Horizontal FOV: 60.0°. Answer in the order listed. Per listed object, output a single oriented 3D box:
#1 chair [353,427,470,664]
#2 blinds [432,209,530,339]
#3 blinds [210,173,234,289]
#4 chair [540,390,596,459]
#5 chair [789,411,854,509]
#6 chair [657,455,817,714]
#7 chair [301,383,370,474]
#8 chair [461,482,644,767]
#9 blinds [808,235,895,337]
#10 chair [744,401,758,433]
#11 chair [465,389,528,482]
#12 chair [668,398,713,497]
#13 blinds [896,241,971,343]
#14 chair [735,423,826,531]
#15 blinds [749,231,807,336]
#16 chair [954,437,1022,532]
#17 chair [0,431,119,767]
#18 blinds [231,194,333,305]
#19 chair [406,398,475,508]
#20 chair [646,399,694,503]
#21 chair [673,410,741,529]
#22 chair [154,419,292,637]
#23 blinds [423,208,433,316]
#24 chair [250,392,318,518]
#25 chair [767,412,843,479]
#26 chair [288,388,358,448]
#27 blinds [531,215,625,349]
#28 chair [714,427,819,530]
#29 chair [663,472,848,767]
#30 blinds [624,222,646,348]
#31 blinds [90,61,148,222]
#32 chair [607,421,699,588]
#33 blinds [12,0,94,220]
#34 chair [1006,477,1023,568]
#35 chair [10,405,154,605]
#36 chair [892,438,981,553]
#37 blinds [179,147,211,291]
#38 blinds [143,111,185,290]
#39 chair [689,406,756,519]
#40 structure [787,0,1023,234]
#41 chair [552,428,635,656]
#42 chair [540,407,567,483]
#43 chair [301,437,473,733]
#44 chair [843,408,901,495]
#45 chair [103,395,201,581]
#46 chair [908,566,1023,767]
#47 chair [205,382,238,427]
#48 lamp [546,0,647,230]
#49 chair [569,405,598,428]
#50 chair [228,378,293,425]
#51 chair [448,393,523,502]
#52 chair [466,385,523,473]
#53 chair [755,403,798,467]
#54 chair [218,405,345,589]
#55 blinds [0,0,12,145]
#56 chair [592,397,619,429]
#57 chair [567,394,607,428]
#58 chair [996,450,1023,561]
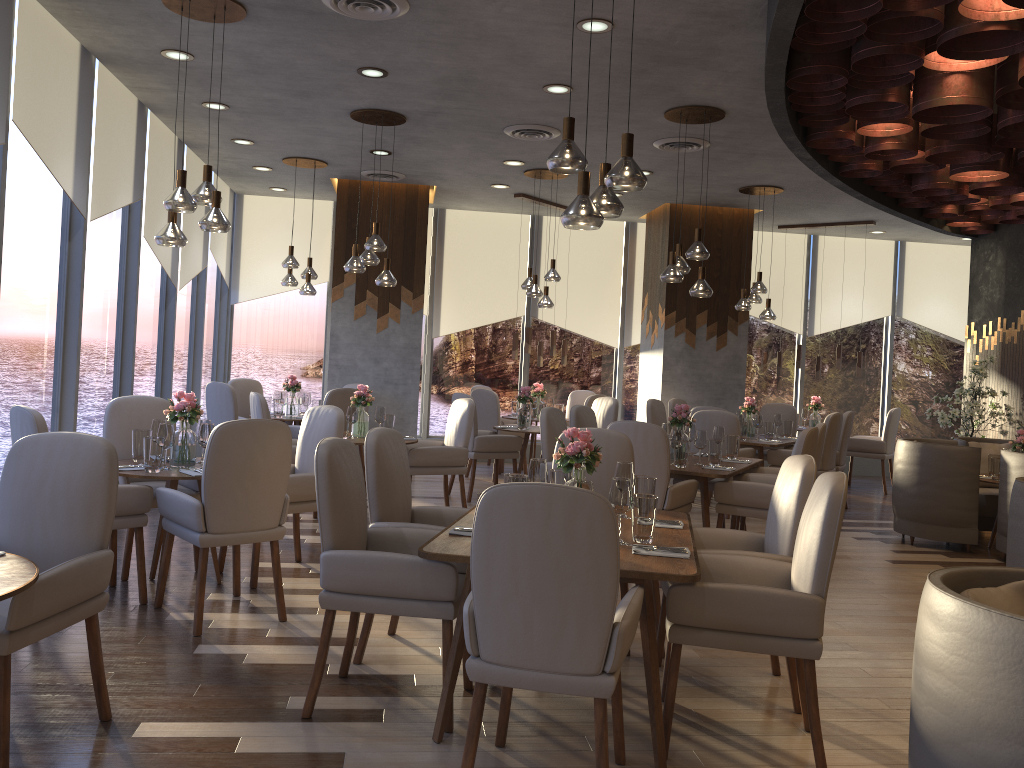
[{"bbox_3d":[-0.358,0.712,3.966,0.600,1.000,0.528,3,0,12],"label":"chair"},{"bbox_3d":[-0.364,-1.885,11.333,1.173,2.681,0.007,3,0,-7],"label":"blinds"},{"bbox_3d":[-3.347,-2.487,10.339,0.007,2.681,1.173,3,0,-7],"label":"blinds"},{"bbox_3d":[0.704,0.572,10.860,0.528,1.000,0.599,3,0,40],"label":"chair"},{"bbox_3d":[3.087,0.747,8.891,0.600,1.000,0.528,3,0,29],"label":"chair"},{"bbox_3d":[0.937,0.784,3.743,0.600,1.000,0.528,3,0,5],"label":"chair"},{"bbox_3d":[-1.824,0.491,9.194,0.528,1.000,0.599,3,0,37],"label":"chair"},{"bbox_3d":[0.128,0.771,2.752,0.528,1.000,0.599,3,0,12],"label":"chair"},{"bbox_3d":[4.611,-1.934,11.954,1.173,2.681,0.007,3,0,-7],"label":"blinds"},{"bbox_3d":[3.232,0.687,11.293,0.600,1.000,0.528,3,0,35],"label":"chair"},{"bbox_3d":[-0.159,0.555,9.901,0.528,1.000,0.599,3,0,43],"label":"chair"},{"bbox_3d":[2.004,0.672,9.617,0.600,1.000,0.528,3,0,36],"label":"chair"},{"bbox_3d":[5.848,-1.876,12.108,1.173,2.681,0.007,3,0,-7],"label":"blinds"},{"bbox_3d":[1.932,0.759,6.408,0.600,1.000,0.528,3,0,22],"label":"chair"},{"bbox_3d":[3.375,-2.015,11.799,1.173,2.681,0.007,3,0,-7],"label":"blinds"},{"bbox_3d":[4.232,0.914,7.843,0.774,0.837,0.595,3,0,3],"label":"chair"},{"bbox_3d":[-1.646,0.677,2.904,0.528,1.000,0.599,3,0,7],"label":"chair"},{"bbox_3d":[-2.826,-2.285,11.024,1.173,2.681,0.007,3,0,-7],"label":"blinds"},{"bbox_3d":[-0.645,0.606,7.211,0.599,1.000,0.528,3,0,-26],"label":"chair"},{"bbox_3d":[1.687,0.669,9.149,0.600,1.000,0.528,3,0,31],"label":"chair"},{"bbox_3d":[1.583,0.719,7.203,0.528,1.000,0.599,3,0,24],"label":"chair"},{"bbox_3d":[-1.417,0.647,4.391,0.528,1.000,0.600,3,0,-41],"label":"chair"},{"bbox_3d":[-1.588,-2.227,11.179,1.173,2.681,0.007,3,0,-7],"label":"blinds"},{"bbox_3d":[-1.697,0.567,6.724,0.599,1.000,0.528,3,0,-27],"label":"chair"},{"bbox_3d":[2.785,0.746,8.408,0.600,1.000,0.528,3,0,36],"label":"chair"},{"bbox_3d":[-1.758,0.519,8.330,0.600,1.000,0.528,3,0,40],"label":"chair"},{"bbox_3d":[0.872,-1.820,11.487,1.173,2.681,0.007,3,0,-7],"label":"blinds"},{"bbox_3d":[1.694,0.761,5.890,0.600,1.000,0.528,3,0,29],"label":"chair"},{"bbox_3d":[0.859,0.796,3.179,0.600,1.000,0.528,3,0,12],"label":"chair"},{"bbox_3d":[2.109,-1.780,11.642,1.173,2.681,0.007,3,0,-7],"label":"blinds"},{"bbox_3d":[-2.878,-2.464,6.624,0.007,2.681,1.173,3,0,-7],"label":"blinds"},{"bbox_3d":[0.870,0.725,5.695,0.528,1.000,0.599,3,0,29],"label":"chair"},{"bbox_3d":[-2.722,-2.421,5.371,0.007,2.681,1.173,3,0,-7],"label":"blinds"},{"bbox_3d":[2.910,0.939,4.606,0.596,0.837,0.774,3,1,33],"label":"chair"},{"bbox_3d":[-2.195,0.606,4.463,0.599,1.000,0.528,3,0,-45],"label":"chair"},{"bbox_3d":[3.464,0.890,7.320,0.595,0.837,0.774,3,1,13],"label":"chair"},{"bbox_3d":[-3.202,-2.253,9.100,0.007,2.681,1.173,3,0,-7],"label":"blinds"},{"bbox_3d":[-3.048,-2.210,7.862,0.007,2.681,1.173,3,0,-7],"label":"blinds"},{"bbox_3d":[1.943,0.706,8.317,0.528,1.000,0.599,3,0,36],"label":"chair"},{"bbox_3d":[2.908,-1.711,4.672,2.756,0.557,9.450,4,2,23],"label":"structure"},{"bbox_3d":[0.382,0.737,4.404,0.528,1.000,0.599,3,0,7],"label":"chair"},{"bbox_3d":[0.502,0.684,6.493,0.600,1.000,0.528,3,0,24],"label":"chair"},{"bbox_3d":[-0.456,0.723,3.409,0.600,1.000,0.528,3,0,7],"label":"chair"},{"bbox_3d":[4.259,0.760,10.521,0.600,1.000,0.528,3,0,36],"label":"chair"},{"bbox_3d":[-2.157,0.584,5.286,0.528,1.000,0.600,3,0,-41],"label":"chair"},{"bbox_3d":[1.292,0.926,2.156,0.596,0.837,0.773,3,1,43],"label":"chair"},{"bbox_3d":[-2.537,0.481,8.279,0.528,1.000,0.599,3,0,36],"label":"chair"},{"bbox_3d":[0.362,-1.277,3.597,0.439,1.326,0.439,3,0,32],"label":"lamp"},{"bbox_3d":[0.757,0.683,6.997,0.600,1.000,0.528,3,0,29],"label":"chair"},{"bbox_3d":[-2.628,0.453,9.098,0.600,1.000,0.528,3,0,40],"label":"chair"},{"bbox_3d":[-0.273,0.589,8.490,0.599,1.000,0.528,3,0,-31],"label":"chair"},{"bbox_3d":[-0.195,0.530,10.742,0.600,1.000,0.528,3,0,36],"label":"chair"},{"bbox_3d":[2.838,0.712,9.708,0.528,1.000,0.599,3,0,31],"label":"chair"},{"bbox_3d":[-1.348,0.626,5.255,0.599,1.000,0.528,3,0,-44],"label":"chair"},{"bbox_3d":[-2.574,-2.234,4.133,0.007,2.681,1.173,3,0,-7],"label":"blinds"},{"bbox_3d":[0.739,0.624,9.057,0.599,1.000,0.528,3,0,-30],"label":"chair"},{"bbox_3d":[0.736,0.598,9.993,0.600,1.000,0.528,3,0,39],"label":"chair"},{"bbox_3d":[4.035,0.943,6.477,0.774,0.837,0.595,3,0,8],"label":"chair"}]
